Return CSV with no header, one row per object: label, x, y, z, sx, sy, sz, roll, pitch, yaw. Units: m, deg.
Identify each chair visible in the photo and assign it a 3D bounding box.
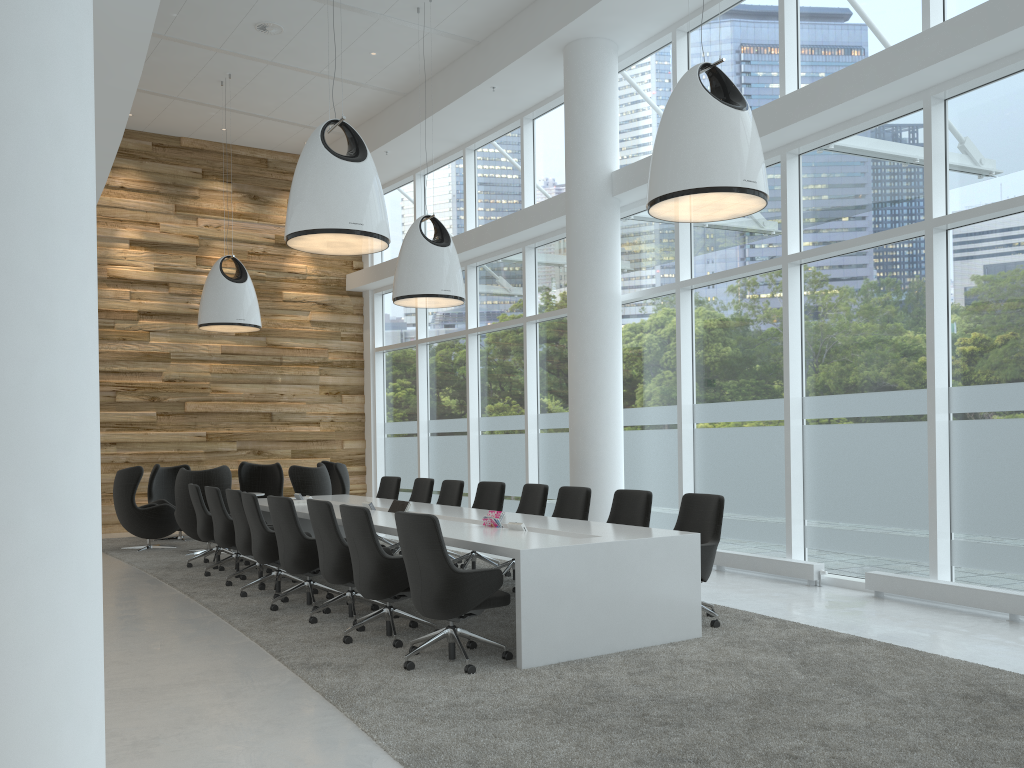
chair,-4.030,1.796,13.981,0.913,1.152,0.918,-1,-1,-12
chair,-3.436,1.638,10.321,0.674,0.966,0.686,0,-1,-28
chair,-1.758,1.434,7.620,0.674,0.966,0.686,0,-1,-38
chair,-5.012,1.769,13.353,0.917,1.152,0.914,-1,-1,18
chair,0.033,1.485,8.811,0.674,0.966,0.686,0,-1,-28
chair,-0.893,1.336,6.333,0.674,0.966,0.686,0,-1,-33
chair,-0.394,1.281,5.612,0.674,0.966,0.686,0,-1,-38
chair,-2.944,1.666,12.265,0.917,1.152,0.914,-1,-1,18
chair,-1.292,1.389,7.044,0.674,0.966,0.686,0,-1,-33
chair,-0.405,1.535,9.463,0.674,0.966,0.686,0,-1,-38
chair,-2.197,1.484,8.271,0.674,0.966,0.686,0,-1,-28
chair,-2.553,1.534,8.947,0.674,0.966,0.686,0,-1,-33
chair,-1.769,1.688,11.471,0.674,0.966,0.686,0,-1,-38
chair,0.389,1.435,8.136,0.674,0.966,0.686,0,-1,-33
chair,-1.271,1.633,10.750,0.674,0.966,0.686,0,-1,-33
chair,1.272,1.331,6.762,0.674,0.966,0.686,0,-1,-28
chair,-2.940,1.748,13.504,0.917,1.152,0.915,0,-2,-42
chair,-0.871,1.580,10.039,0.674,0.966,0.686,0,-1,-33
chair,0.838,1.383,7.450,0.674,0.966,0.686,0,-1,-33
chair,-3.002,1.586,9.633,0.674,0.966,0.686,0,-1,-33
chair,-3.957,1.641,11.652,0.913,1.152,0.918,-1,-1,-12
chair,-4.968,1.692,12.182,0.917,1.152,0.915,0,-2,-42

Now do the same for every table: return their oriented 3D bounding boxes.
table,-3.979,1.940,12.798,0.799,0.696,0.800,-1,-2,-8
table,-1.070,1.603,8.552,1.500,0.739,6.565,1,-4,-32

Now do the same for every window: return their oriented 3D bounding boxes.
window,-17.897,-1.198,3.199,62.898,6.138,30.867,-1,-4,7

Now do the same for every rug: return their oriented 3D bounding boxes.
rug,-1.376,1.991,8.757,3.939,0.010,13.467,1,-4,-32

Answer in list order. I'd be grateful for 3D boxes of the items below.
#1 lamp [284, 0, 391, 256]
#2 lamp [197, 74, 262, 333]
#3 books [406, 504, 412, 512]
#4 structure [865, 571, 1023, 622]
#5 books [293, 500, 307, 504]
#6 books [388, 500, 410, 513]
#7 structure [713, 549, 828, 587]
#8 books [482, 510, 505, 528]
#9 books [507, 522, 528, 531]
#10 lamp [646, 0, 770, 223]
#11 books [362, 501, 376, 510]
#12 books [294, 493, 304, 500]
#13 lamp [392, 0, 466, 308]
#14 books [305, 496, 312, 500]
lamp,-1.501,-2.999,7.503,0.884,3.646,0.884,-1,0,13
lamp,-4.088,-2.613,12.760,0.884,3.646,0.884,-1,0,6
books,-1.139,1.285,8.759,0.158,0.241,0.353,0,-2,-33
structure,3.788,1.668,6.615,0.150,0.213,2.693,0,-4,-28
books,-2.405,1.343,10.116,0.224,0.026,0.264,1,-4,-23
books,-1.142,1.266,8.734,0.139,0.229,0.357,0,-2,-33
structure,2.239,1.874,9.388,0.150,0.213,2.693,0,-4,-31
books,-0.139,1.166,7.091,0.230,0.275,0.598,-1,-3,-12
books,0.074,1.144,6.639,0.143,0.226,0.204,0,-2,-33
lamp,1.401,-3.109,6.497,0.884,3.646,0.884,-1,0,13
books,-1.414,1.308,8.983,0.153,0.238,0.191,0,-1,-33
books,-2.543,1.443,10.751,0.153,0.241,0.183,0,-1,-32
lamp,-1.027,-2.797,10.672,0.884,3.646,0.884,-1,0,11
books,-2.356,1.429,10.469,0.139,0.223,0.162,0,-1,-32
